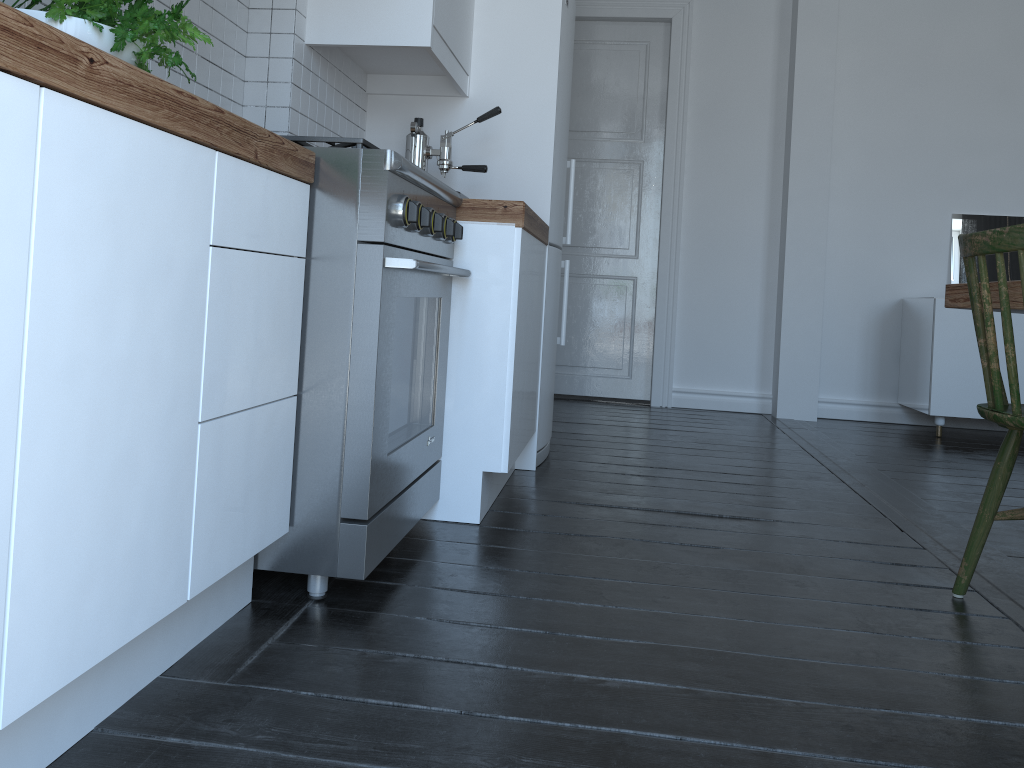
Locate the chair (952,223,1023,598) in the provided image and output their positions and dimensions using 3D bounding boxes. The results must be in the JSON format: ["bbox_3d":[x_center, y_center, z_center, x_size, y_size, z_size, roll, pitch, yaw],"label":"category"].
[{"bbox_3d":[1.185,0.096,1.804,0.486,0.828,0.467,3,1,6],"label":"chair"}]

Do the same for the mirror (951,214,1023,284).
[{"bbox_3d":[2.891,-0.714,5.059,0.696,0.503,0.054,4,-1,7],"label":"mirror"}]

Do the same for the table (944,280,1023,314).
[{"bbox_3d":[1.495,0.233,1.170,1.018,0.715,2.235,4,5,7],"label":"table"}]

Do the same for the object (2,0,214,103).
[{"bbox_3d":[-0.620,-0.555,1.281,0.338,0.269,0.272,3,2,-3],"label":"object"}]

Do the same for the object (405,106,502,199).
[{"bbox_3d":[-0.219,-0.752,2.952,0.353,0.370,0.206,4,1,7],"label":"object"}]

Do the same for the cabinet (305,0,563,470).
[{"bbox_3d":[-0.452,-0.794,2.010,0.781,2.367,3.800,3,4,11],"label":"cabinet"}]

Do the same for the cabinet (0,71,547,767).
[{"bbox_3d":[-0.564,0.012,1.684,0.730,0.812,3.191,4,5,15],"label":"cabinet"}]

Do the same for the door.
[{"bbox_3d":[0.519,-1.137,5.423,1.042,2.478,0.115,3,-1,7],"label":"door"}]

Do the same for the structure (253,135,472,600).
[{"bbox_3d":[-0.513,-0.128,2.086,0.722,1.020,0.701,3,1,7],"label":"structure"}]

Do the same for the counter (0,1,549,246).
[{"bbox_3d":[-0.483,-0.416,1.677,0.847,0.073,3.111,4,6,7],"label":"counter"}]

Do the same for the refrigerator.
[{"bbox_3d":[-0.118,-0.641,3.510,0.682,1.804,0.575,3,0,7],"label":"refrigerator"}]

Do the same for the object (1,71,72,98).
[{"bbox_3d":[-0.718,-0.339,0.935,0.354,0.111,0.373,4,5,7],"label":"object"}]

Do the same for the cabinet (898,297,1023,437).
[{"bbox_3d":[2.819,-0.067,4.767,1.201,0.736,0.591,4,2,7],"label":"cabinet"}]
